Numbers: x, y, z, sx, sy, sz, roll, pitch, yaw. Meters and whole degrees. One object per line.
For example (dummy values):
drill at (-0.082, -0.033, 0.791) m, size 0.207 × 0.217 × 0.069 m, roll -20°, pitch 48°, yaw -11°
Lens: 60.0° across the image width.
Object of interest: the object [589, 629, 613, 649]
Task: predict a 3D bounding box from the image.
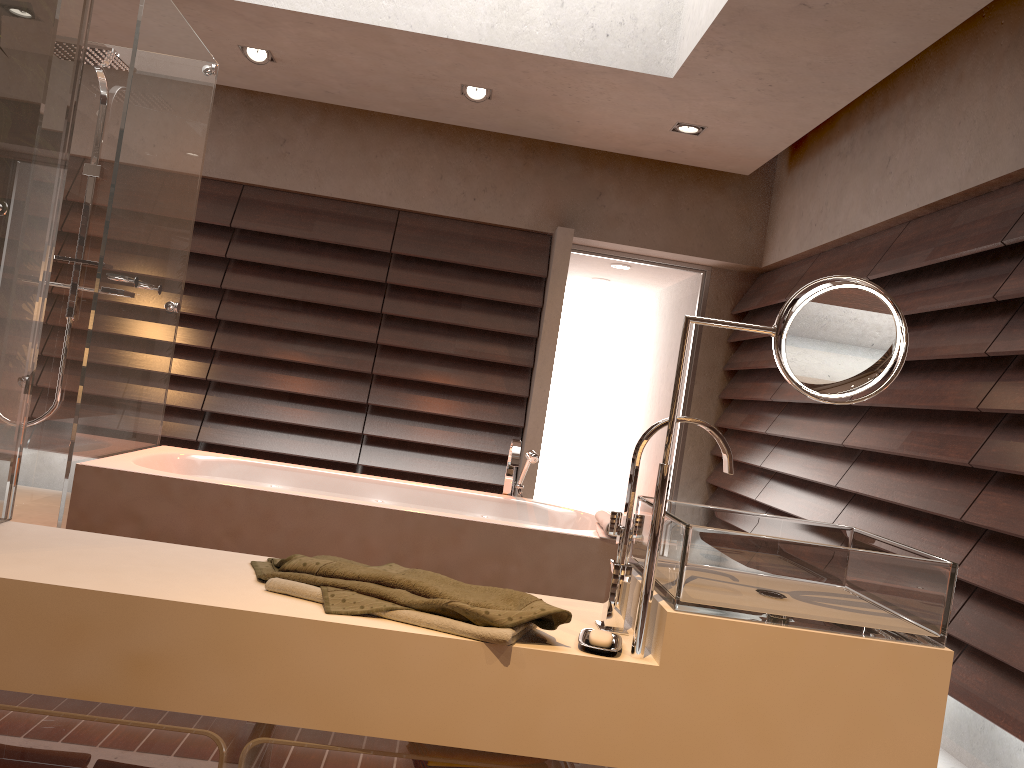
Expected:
object at (0.132, 0.376, 1.313) m, size 0.035 × 0.016 × 0.066 m, roll 9°, pitch -1°, yaw 8°

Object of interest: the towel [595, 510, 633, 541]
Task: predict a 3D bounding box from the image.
towel at (0.396, 0.524, 3.298) m, size 0.159 × 0.068 × 0.396 m, roll 9°, pitch -1°, yaw 2°

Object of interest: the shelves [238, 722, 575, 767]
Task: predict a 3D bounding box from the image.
shelves at (-0.183, 0.737, 1.428) m, size 0.487 × 0.436 × 0.368 m, roll 9°, pitch -1°, yaw -6°

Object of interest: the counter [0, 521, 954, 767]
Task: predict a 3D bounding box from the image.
counter at (-0.868, 0.505, 1.363) m, size 2.931 × 0.686 × 0.350 m, roll 9°, pitch -1°, yaw -4°

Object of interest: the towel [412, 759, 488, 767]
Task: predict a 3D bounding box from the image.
towel at (-0.063, 0.607, 1.485) m, size 0.221 × 0.098 × 0.220 m, roll 9°, pitch -1°, yaw -15°

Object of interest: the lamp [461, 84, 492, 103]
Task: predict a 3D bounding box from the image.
lamp at (-0.186, -1.552, 4.671) m, size 0.165 × 0.110 × 0.170 m, roll 9°, pitch -1°, yaw -4°

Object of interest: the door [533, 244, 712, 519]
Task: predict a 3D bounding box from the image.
door at (0.689, 0.128, 5.939) m, size 1.007 × 2.000 × 0.090 m, roll 9°, pitch -1°, yaw -4°

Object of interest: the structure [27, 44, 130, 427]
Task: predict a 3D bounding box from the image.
structure at (-1.911, -0.578, 3.673) m, size 0.575 × 1.578 × 0.385 m, roll 9°, pitch -1°, yaw -3°

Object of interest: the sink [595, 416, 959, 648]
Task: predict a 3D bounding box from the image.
sink at (0.398, 0.251, 1.446) m, size 0.486 × 0.357 × 0.340 m, roll 9°, pitch -1°, yaw -4°

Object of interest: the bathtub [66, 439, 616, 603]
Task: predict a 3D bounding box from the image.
bathtub at (-0.543, 0.541, 3.567) m, size 2.000 × 0.761 × 0.994 m, roll 9°, pitch -1°, yaw -4°

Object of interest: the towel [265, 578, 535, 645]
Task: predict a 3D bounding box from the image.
towel at (-0.159, 0.332, 1.379) m, size 0.394 × 0.027 × 0.202 m, roll 9°, pitch -1°, yaw 16°

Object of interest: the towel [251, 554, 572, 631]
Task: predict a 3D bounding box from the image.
towel at (-0.192, 0.311, 1.373) m, size 0.571 × 0.057 × 0.258 m, roll 8°, pitch -1°, yaw 38°

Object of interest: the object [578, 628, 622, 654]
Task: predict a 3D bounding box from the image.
object at (0.130, 0.383, 1.313) m, size 0.065 × 0.011 × 0.108 m, roll 9°, pitch -1°, yaw 10°

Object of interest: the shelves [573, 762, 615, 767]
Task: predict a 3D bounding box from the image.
shelves at (0.316, 0.813, 1.429) m, size 0.487 × 0.436 × 0.368 m, roll 9°, pitch -1°, yaw -4°

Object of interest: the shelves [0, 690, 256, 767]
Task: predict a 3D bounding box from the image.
shelves at (-0.675, 0.661, 1.365) m, size 0.487 × 0.436 × 0.368 m, roll 9°, pitch -1°, yaw -4°

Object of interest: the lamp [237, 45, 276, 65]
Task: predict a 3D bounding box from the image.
lamp at (-1.319, -1.726, 4.597) m, size 0.165 × 0.110 × 0.170 m, roll 9°, pitch -1°, yaw -4°

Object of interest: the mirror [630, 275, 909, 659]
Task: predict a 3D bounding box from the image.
mirror at (0.373, 0.128, 1.268) m, size 0.316 × 0.589 × 0.074 m, roll 9°, pitch -1°, yaw -1°

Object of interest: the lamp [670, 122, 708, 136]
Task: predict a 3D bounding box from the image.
lamp at (0.946, -1.385, 4.744) m, size 0.165 × 0.051 × 0.170 m, roll 9°, pitch -1°, yaw -4°
